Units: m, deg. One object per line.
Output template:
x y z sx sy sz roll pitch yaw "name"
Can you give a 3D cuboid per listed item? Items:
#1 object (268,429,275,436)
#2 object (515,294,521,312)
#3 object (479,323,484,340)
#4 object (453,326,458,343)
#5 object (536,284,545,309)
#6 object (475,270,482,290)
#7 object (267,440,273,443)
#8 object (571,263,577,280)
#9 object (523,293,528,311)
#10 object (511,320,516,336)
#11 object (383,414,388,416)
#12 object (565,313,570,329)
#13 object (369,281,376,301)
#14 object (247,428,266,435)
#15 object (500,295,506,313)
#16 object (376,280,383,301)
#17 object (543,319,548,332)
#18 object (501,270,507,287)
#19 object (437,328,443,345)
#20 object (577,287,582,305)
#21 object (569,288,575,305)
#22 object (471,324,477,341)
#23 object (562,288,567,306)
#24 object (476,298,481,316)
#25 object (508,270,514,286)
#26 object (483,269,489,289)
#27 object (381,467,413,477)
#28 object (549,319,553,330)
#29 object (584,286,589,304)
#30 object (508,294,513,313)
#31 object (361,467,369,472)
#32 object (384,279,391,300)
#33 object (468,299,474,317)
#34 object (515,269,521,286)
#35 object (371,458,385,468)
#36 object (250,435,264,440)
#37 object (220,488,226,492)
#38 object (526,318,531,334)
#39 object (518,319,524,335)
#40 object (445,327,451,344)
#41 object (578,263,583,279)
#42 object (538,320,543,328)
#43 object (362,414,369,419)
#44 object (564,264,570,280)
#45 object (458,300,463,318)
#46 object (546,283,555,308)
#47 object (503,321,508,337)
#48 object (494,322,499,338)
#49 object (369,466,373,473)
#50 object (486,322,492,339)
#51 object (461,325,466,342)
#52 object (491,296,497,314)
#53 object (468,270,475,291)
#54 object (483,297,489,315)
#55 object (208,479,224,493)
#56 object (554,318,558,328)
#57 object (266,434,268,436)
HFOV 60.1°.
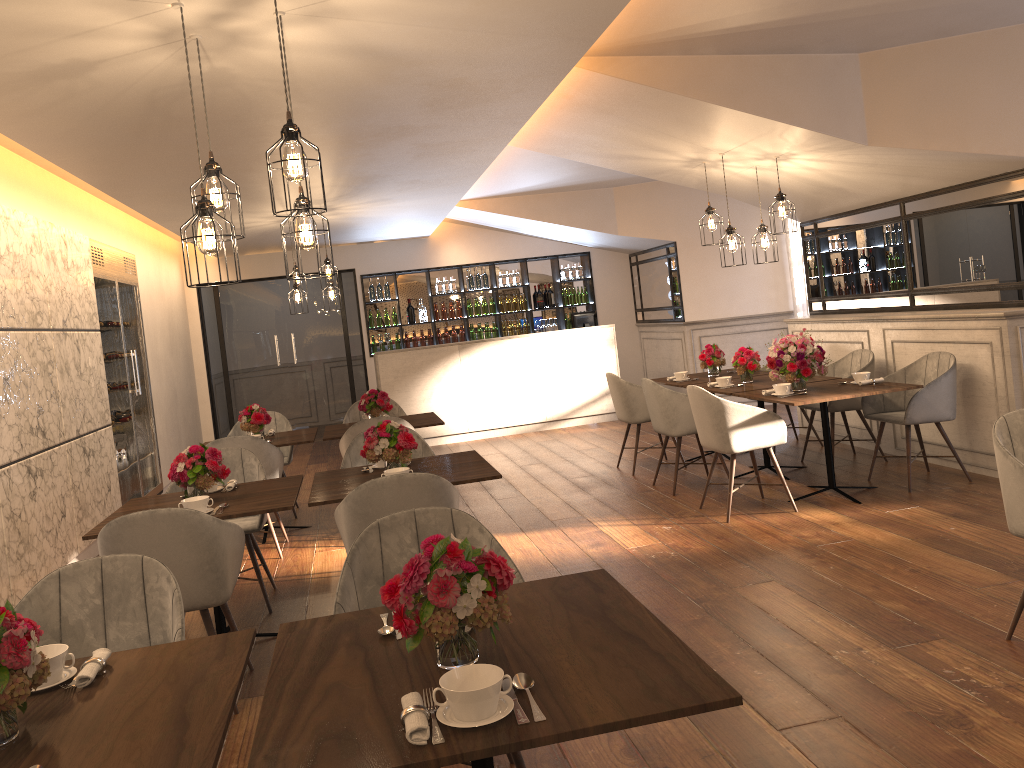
-1.932 0.389 7.108 0.056 0.039 0.176 -7 4 -10 "object"
0.080 -1.170 12.709 0.066 0.261 0.065 -7 2 -32 "object"
-0.440 -0.738 12.612 0.066 0.261 0.065 -7 2 -32 "object"
-0.804 -0.691 12.544 0.066 0.261 0.065 -7 2 -32 "object"
0.399 -1.258 12.746 0.103 0.359 0.104 -5 2 42 "object"
-0.481 -1.494 12.573 0.075 0.310 0.075 -7 1 1 "object"
-1.796 0.431 6.534 0.043 0.015 0.197 -7 5 -6 "object"
0.893 -1.633 12.829 0.070 0.235 0.041 -7 1 -11 "object"
0.188 -1.184 12.729 0.066 0.261 0.065 -7 2 -32 "object"
0.014 -0.797 12.697 0.066 0.261 0.065 -7 2 -32 "object"
-1.035 0.274 7.275 0.056 0.039 0.176 -7 4 -10 "object"
0.797 -0.899 12.842 0.066 0.263 0.065 -7 2 -32 "object"
-1.947 -1.305 12.299 0.075 0.310 0.075 -6 1 15 "object"
-2.045 0.387 7.087 0.148 0.072 0.149 -6 4 12 "object"
-0.135 -1.143 12.669 0.066 0.261 0.065 -7 2 -32 "object"
-1.845 -1.318 12.318 0.075 0.310 0.075 -6 2 33 "object"
0.491 -0.829 12.785 0.065 0.207 0.065 -5 2 35 "object"
-0.116 -1.503 12.641 0.070 0.235 0.041 -7 1 -11 "object"
-1.020 -0.664 12.504 0.066 0.261 0.065 -7 2 -32 "object"
0.971 -1.285 12.875 0.066 0.261 0.065 -7 2 -32 "object"
0.863 -1.271 12.855 0.066 0.261 0.065 -7 2 -32 "object"
-0.548 -0.724 12.592 0.066 0.261 0.065 -7 2 -32 "object"
0.755 -1.258 12.835 0.066 0.263 0.065 -7 2 -32 "object"
-0.482 -1.099 12.604 0.066 0.263 0.065 -7 2 -32 "object"
-0.018 -1.515 12.660 0.070 0.235 0.041 -7 1 -11 "object"
-0.379 -1.507 12.592 0.075 0.310 0.075 -7 1 1 "object"
-0.544 0.444 4.206 0.148 0.072 0.149 -4 5 32 "object"
0.567 -0.839 12.800 0.065 0.207 0.065 -5 2 35 "object"
1.079 -1.299 12.895 0.066 0.261 0.065 -7 2 -32 "object"
-0.028 -1.157 12.689 0.066 0.261 0.065 -7 2 -32 "object"
-0.794 0.458 4.759 0.043 0.015 0.197 -8 5 -14 "object"
-1.743 -1.331 12.337 0.075 0.310 0.075 -6 2 36 "object"
-0.589 -1.084 12.584 0.066 0.261 0.065 -7 2 -32 "object"
0.080 -1.528 12.678 0.070 0.235 0.041 -7 1 -11 "object"
-0.690 0.414 4.798 0.148 0.072 0.149 -4 5 32 "object"
-1.899 0.417 6.495 0.148 0.072 0.149 -4 5 32 "object"
-1.506 0.543 4.636 0.025 0.024 0.193 -7 4 -10 "object"
0.229 -0.825 12.737 0.066 0.261 0.065 -7 2 -32 "object"
0.121 -0.811 12.717 0.066 0.261 0.065 -7 2 -32 "object"
-0.912 -0.677 12.524 0.066 0.261 0.065 -7 2 -32 "object"
0.991 -1.645 12.848 0.070 0.235 0.041 -7 1 -11 "object"
0.415 -0.820 12.771 0.065 0.207 0.065 -5 2 35 "object"
-1.148 0.271 7.254 0.148 0.072 0.149 -6 4 12 "object"
0.795 -1.620 12.811 0.070 0.235 0.041 -7 1 -11 "object"
-0.737 -1.065 12.557 0.066 0.261 0.065 -7 2 -32 "object"
0.552 -1.280 12.771 0.104 0.358 0.104 -6 2 17 "object"
-0.094 -0.783 12.676 0.066 0.261 0.065 -7 2 -32 "object"
-0.224 -0.766 12.652 0.066 0.261 0.065 -7 2 -32 "object"
-0.758 0.459 4.758 0.022 0.004 0.211 -7 5 -10 "object"
-0.332 -0.752 12.632 0.066 0.261 0.065 -7 2 -32 "object"
-0.696 -0.705 12.564 0.066 0.261 0.065 -7 2 -32 "object"
-0.266 -1.127 12.645 0.066 0.263 0.065 -7 2 -32 "object"
-0.582 -1.481 12.554 0.075 0.310 0.075 -6 1 22 "object"
-0.374 -1.113 12.625 0.066 0.263 0.065 -7 2 -32 "object"
-1.588 0.529 4.630 0.148 0.072 0.149 -4 5 32 "object"
0.643 -0.849 12.814 0.065 0.207 0.065 -5 2 35 "object"
-1.963 0.401 7.092 0.025 0.024 0.193 -7 4 -10 "object"
